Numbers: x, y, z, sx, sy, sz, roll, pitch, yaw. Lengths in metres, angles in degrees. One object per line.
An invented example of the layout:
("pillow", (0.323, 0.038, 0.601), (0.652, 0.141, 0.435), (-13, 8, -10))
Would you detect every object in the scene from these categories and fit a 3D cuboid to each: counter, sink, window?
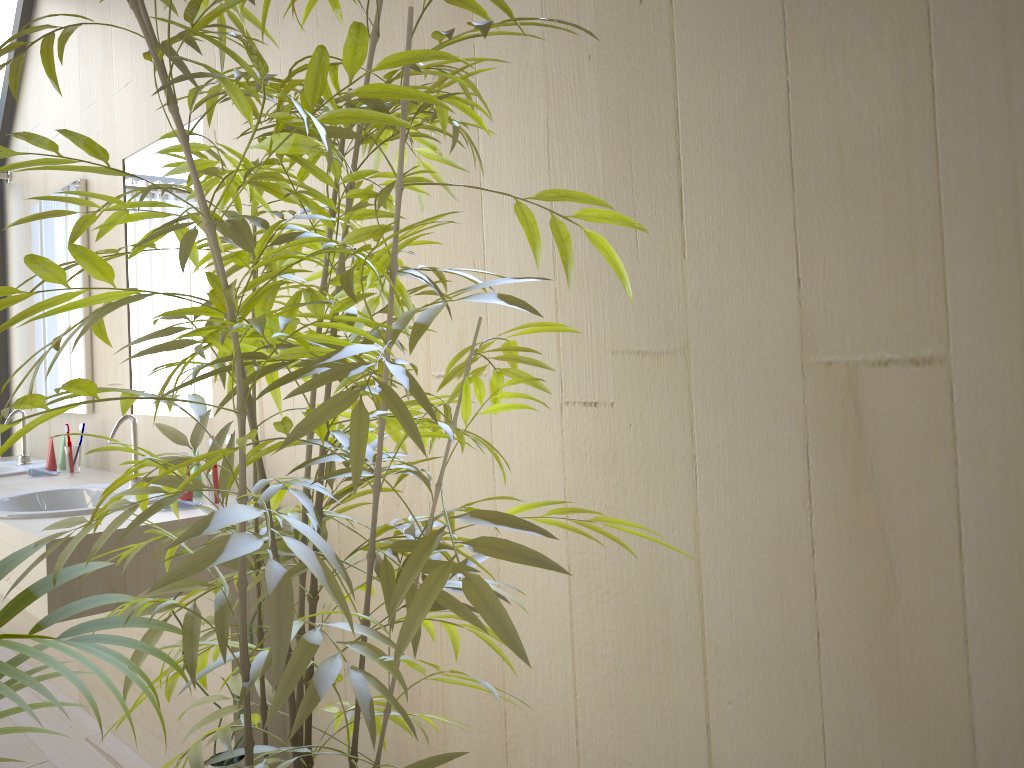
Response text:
("counter", (-1.977, 0.726, 3.372), (0.551, 0.792, 1.203), (-2, 0, -42))
("sink", (-1.197, 0.303, 2.437), (0.504, 0.420, 0.573), (-3, 1, -39))
("counter", (-1.166, 0.716, 2.482), (0.551, 0.792, 1.203), (-2, 0, -42))
("window", (-3.859, -0.188, 2.399), (4.566, 2.817, 0.743), (-3, -1, -42))
("sink", (-2.009, 0.314, 3.327), (0.504, 0.420, 0.573), (-3, 1, -39))

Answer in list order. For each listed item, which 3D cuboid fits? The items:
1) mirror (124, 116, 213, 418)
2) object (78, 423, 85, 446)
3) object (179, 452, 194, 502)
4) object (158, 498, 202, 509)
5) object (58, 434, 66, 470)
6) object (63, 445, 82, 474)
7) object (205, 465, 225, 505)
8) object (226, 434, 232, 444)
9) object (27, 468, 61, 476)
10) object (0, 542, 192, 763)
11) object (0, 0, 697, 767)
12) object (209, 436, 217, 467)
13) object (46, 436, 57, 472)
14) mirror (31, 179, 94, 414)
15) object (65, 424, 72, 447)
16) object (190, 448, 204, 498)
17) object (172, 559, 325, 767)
("mirror", (-1.071, -0.333, 2.759), (0.023, 0.870, 0.652), (-1, -1, -42))
("object", (-1.551, 0.229, 3.159), (0.054, 0.175, 0.012), (-2, -2, -17))
("object", (-0.848, 0.246, 2.298), (0.039, 0.135, 0.039), (-3, -1, -1))
("object", (-0.833, 0.297, 2.217), (0.104, 0.029, 0.032), (-3, 0, -2))
("object", (-1.673, 0.254, 3.301), (0.039, 0.135, 0.039), (-3, -1, 6))
("object", (-1.564, 0.271, 3.154), (0.058, 0.100, 0.058), (-2, -1, -36))
("object", (-0.752, 0.260, 2.264), (0.058, 0.100, 0.058), (-2, -1, -32))
("object", (-0.739, 0.218, 2.269), (0.054, 0.175, 0.012), (-2, -2, -17))
("object", (-1.644, 0.308, 3.107), (0.104, 0.029, 0.032), (-3, 0, -2))
("object", (-0.740, 0.549, 0.569), (0.916, 1.159, 0.750), (-3, -1, -9))
("object", (-0.228, 0.222, 1.112), (0.787, 1.759, 0.933), (-2, -1, -17))
("object", (-0.753, 0.218, 2.235), (0.012, 0.178, 0.050), (-3, -1, -3))
("object", (-1.660, 0.257, 3.188), (0.039, 0.135, 0.039), (-3, -1, 6))
("mirror", (-1.788, -0.323, 3.505), (0.023, 0.870, 0.652), (-1, -1, -42))
("object", (-1.564, 0.229, 3.125), (0.012, 0.178, 0.050), (-3, -1, -3))
("object", (-0.861, 0.243, 2.411), (0.039, 0.135, 0.039), (-3, -1, -1))
("object", (-0.584, 0.719, 2.015), (0.273, 0.750, 0.407), (-4, -1, 36))
